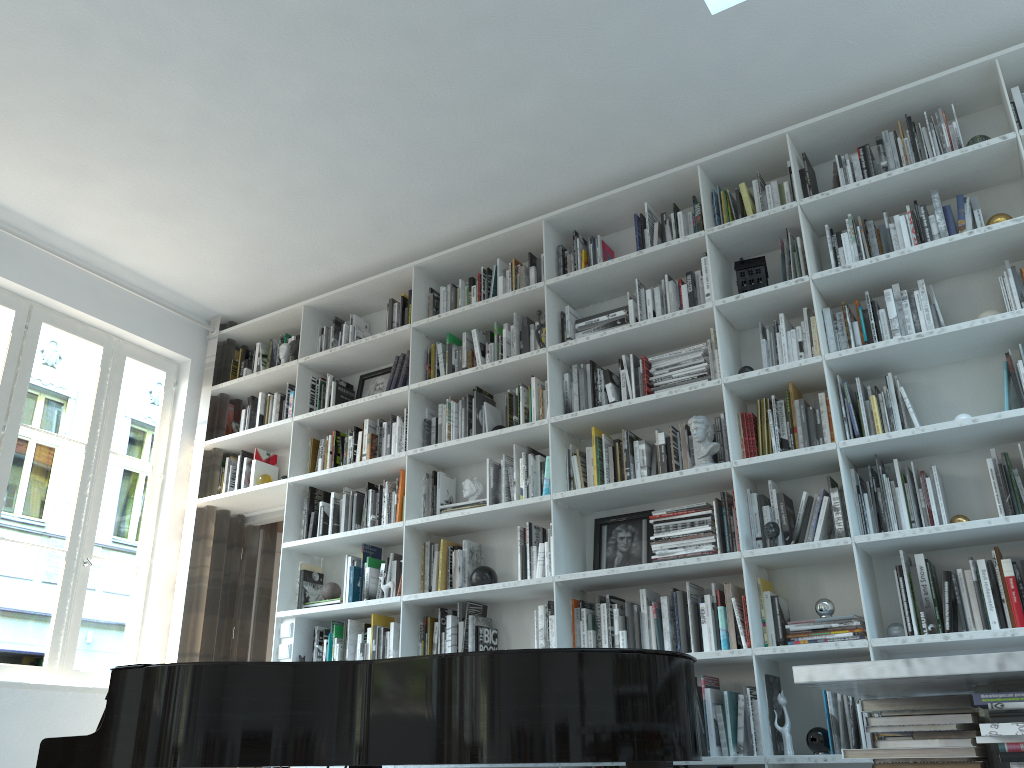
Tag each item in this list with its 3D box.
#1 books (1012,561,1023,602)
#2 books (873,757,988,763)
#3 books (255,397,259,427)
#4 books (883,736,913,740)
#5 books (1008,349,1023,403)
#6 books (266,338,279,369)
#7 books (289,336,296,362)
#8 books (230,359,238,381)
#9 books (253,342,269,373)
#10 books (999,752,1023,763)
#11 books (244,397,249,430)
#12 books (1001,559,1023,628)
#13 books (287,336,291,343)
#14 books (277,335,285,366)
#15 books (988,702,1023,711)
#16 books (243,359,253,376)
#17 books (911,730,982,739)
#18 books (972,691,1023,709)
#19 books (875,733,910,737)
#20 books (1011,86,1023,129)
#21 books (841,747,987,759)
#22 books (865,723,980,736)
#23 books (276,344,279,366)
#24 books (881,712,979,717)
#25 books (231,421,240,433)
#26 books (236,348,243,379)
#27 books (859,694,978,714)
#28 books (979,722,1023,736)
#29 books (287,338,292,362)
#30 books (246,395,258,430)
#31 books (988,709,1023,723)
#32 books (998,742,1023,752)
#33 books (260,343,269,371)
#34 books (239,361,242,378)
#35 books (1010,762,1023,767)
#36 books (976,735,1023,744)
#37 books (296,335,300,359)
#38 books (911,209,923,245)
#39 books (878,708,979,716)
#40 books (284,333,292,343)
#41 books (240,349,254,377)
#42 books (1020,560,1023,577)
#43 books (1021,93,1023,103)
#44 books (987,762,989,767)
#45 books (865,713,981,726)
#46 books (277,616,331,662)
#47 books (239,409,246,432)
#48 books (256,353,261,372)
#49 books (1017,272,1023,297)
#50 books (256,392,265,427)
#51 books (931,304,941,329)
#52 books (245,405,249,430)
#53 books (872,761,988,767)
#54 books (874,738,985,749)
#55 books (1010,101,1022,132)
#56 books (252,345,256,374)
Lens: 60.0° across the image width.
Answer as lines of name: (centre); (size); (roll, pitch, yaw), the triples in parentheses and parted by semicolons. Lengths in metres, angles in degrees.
books: (1.786, 0.749, 3.086); (0.025, 0.236, 0.157); (-14, -26, 29)
books: (0.668, 0.591, 1.395); (0.134, 0.006, 0.227); (-17, -28, 32)
books: (-1.541, 0.233, 5.546); (0.028, 0.287, 0.133); (-14, -26, 29)
books: (0.799, 0.662, 1.631); (0.178, 0.026, 0.231); (-14, -27, 29)
books: (1.902, 0.023, 3.317); (0.016, 0.289, 0.135); (-14, -26, 29)
books: (-1.476, -0.127, 5.631); (0.039, 0.281, 0.182); (-14, -26, 29)
books: (-1.315, -0.152, 5.541); (0.021, 0.252, 0.179); (-14, -26, 29)
books: (-1.765, -0.027, 5.774); (0.014, 0.218, 0.189); (-14, -26, 29)
books: (-1.570, -0.103, 5.685); (0.028, 0.282, 0.190); (-14, -26, 29)
books: (0.790, 0.506, 1.205); (0.215, 0.013, 0.190); (-14, -27, 28)
books: (-1.619, 0.247, 5.588); (0.012, 0.295, 0.163); (-14, -26, 29)
books: (1.755, 0.747, 3.089); (0.031, 0.243, 0.185); (-14, -26, 29)
books: (-1.366, -0.147, 5.579); (0.013, 0.274, 0.159); (-14, -26, 29)
books: (-1.426, -0.148, 5.611); (0.014, 0.303, 0.146); (-14, -26, 29)
books: (0.794, 0.449, 1.238); (0.228, 0.009, 0.159); (-12, -26, 25)
books: (-1.652, -0.041, 5.705); (0.028, 0.185, 0.182); (-14, -26, 29)
books: (0.690, 0.554, 1.395); (0.091, 0.011, 0.190); (-13, -26, 27)
books: (0.805, 0.445, 1.259); (0.261, 0.016, 0.129); (-14, -27, 28)
books: (0.795, 0.647, 1.640); (0.187, 0.009, 0.251); (-14, -27, 29)
books: (2.087, -1.049, 3.613); (0.028, 0.293, 0.150); (-14, -26, 29)
books: (0.651, 0.586, 1.408); (0.185, 0.014, 0.298); (-14, -26, 28)
books: (0.667, 0.551, 1.412); (0.132, 0.009, 0.270); (-16, -28, 32)
books: (-1.437, -0.117, 5.624); (0.030, 0.256, 0.130); (-14, -26, 29)
books: (0.798, 0.622, 1.649); (0.171, 0.007, 0.261); (-13, -26, 27)
books: (-1.700, 0.327, 5.620); (0.121, 0.175, 0.130); (-14, -26, 29)
books: (-1.712, -0.070, 5.759); (0.014, 0.284, 0.175); (-14, -26, 29)
books: (0.785, 0.604, 1.664); (0.189, 0.022, 0.238); (-17, -28, 33)
books: (0.785, 0.471, 1.212); (0.230, 0.015, 0.190); (-17, -28, 33)
books: (-1.339, -0.146, 5.543); (0.025, 0.242, 0.168); (-14, -26, 29)
books: (-1.575, 0.233, 5.540); (0.023, 0.281, 0.186); (-14, -26, 29)
books: (0.799, 0.464, 1.239); (0.221, 0.018, 0.154); (-15, -27, 30)
books: (0.796, 0.498, 1.218); (0.210, 0.012, 0.168); (-15, -27, 30)
books: (-1.525, -0.112, 5.638); (0.057, 0.261, 0.191); (-14, -26, 29)
books: (-1.694, -0.032, 5.735); (0.024, 0.194, 0.167); (-14, -26, 29)
books: (0.803, 0.525, 1.219); (0.208, 0.012, 0.132); (-12, -26, 25)
books: (0.797, 0.489, 1.225); (0.261, 0.009, 0.153); (-16, -28, 31)
books: (-1.296, -0.161, 5.528); (0.027, 0.258, 0.147); (-14, -26, 29)
books: (1.710, -0.590, 3.713); (0.010, 0.270, 0.120); (-14, -26, 29)
books: (0.797, 0.615, 1.652); (0.170, 0.008, 0.209); (-16, -28, 31)
books: (-1.402, -0.154, 5.611); (0.029, 0.313, 0.129); (-14, -26, 29)
books: (-1.676, -0.073, 5.733); (0.025, 0.268, 0.177); (-14, -26, 29)
books: (1.809, 0.744, 3.081); (0.021, 0.241, 0.131); (-14, -26, 29)
books: (2.110, -1.037, 3.604); (0.014, 0.263, 0.140); (-14, -26, 29)
books: (0.808, 0.685, 1.616); (0.156, 0.028, 0.190); (-15, -27, 30)
books: (0.664, 0.541, 1.418); (0.149, 0.014, 0.229); (-13, -26, 27)
books: (-1.100, 1.427, 4.698); (0.106, 0.338, 0.308); (-14, -26, 29)
books: (-1.639, 0.288, 5.582); (0.034, 0.217, 0.167); (-14, -26, 29)
books: (-1.551, -0.077, 5.649); (0.030, 0.205, 0.176); (-14, -26, 29)
books: (1.979, -0.303, 3.410); (0.011, 0.226, 0.132); (-14, -26, 29)
books: (-1.506, 0.212, 5.497); (0.021, 0.284, 0.179); (-14, -26, 29)
books: (1.712, -0.216, 3.556); (0.015, 0.188, 0.104); (-14, -26, 29)
books: (-1.591, 0.265, 5.544); (0.023, 0.227, 0.172); (-14, -26, 29)
books: (0.663, 0.602, 1.394); (0.153, 0.015, 0.208); (-13, -26, 26)
books: (0.671, 0.569, 1.401); (0.137, 0.012, 0.243); (-15, -27, 30)
books: (2.062, -1.011, 3.606); (0.023, 0.218, 0.172); (-14, -26, 29)
books: (-1.606, -0.092, 5.706); (0.010, 0.280, 0.161); (-14, -26, 29)
